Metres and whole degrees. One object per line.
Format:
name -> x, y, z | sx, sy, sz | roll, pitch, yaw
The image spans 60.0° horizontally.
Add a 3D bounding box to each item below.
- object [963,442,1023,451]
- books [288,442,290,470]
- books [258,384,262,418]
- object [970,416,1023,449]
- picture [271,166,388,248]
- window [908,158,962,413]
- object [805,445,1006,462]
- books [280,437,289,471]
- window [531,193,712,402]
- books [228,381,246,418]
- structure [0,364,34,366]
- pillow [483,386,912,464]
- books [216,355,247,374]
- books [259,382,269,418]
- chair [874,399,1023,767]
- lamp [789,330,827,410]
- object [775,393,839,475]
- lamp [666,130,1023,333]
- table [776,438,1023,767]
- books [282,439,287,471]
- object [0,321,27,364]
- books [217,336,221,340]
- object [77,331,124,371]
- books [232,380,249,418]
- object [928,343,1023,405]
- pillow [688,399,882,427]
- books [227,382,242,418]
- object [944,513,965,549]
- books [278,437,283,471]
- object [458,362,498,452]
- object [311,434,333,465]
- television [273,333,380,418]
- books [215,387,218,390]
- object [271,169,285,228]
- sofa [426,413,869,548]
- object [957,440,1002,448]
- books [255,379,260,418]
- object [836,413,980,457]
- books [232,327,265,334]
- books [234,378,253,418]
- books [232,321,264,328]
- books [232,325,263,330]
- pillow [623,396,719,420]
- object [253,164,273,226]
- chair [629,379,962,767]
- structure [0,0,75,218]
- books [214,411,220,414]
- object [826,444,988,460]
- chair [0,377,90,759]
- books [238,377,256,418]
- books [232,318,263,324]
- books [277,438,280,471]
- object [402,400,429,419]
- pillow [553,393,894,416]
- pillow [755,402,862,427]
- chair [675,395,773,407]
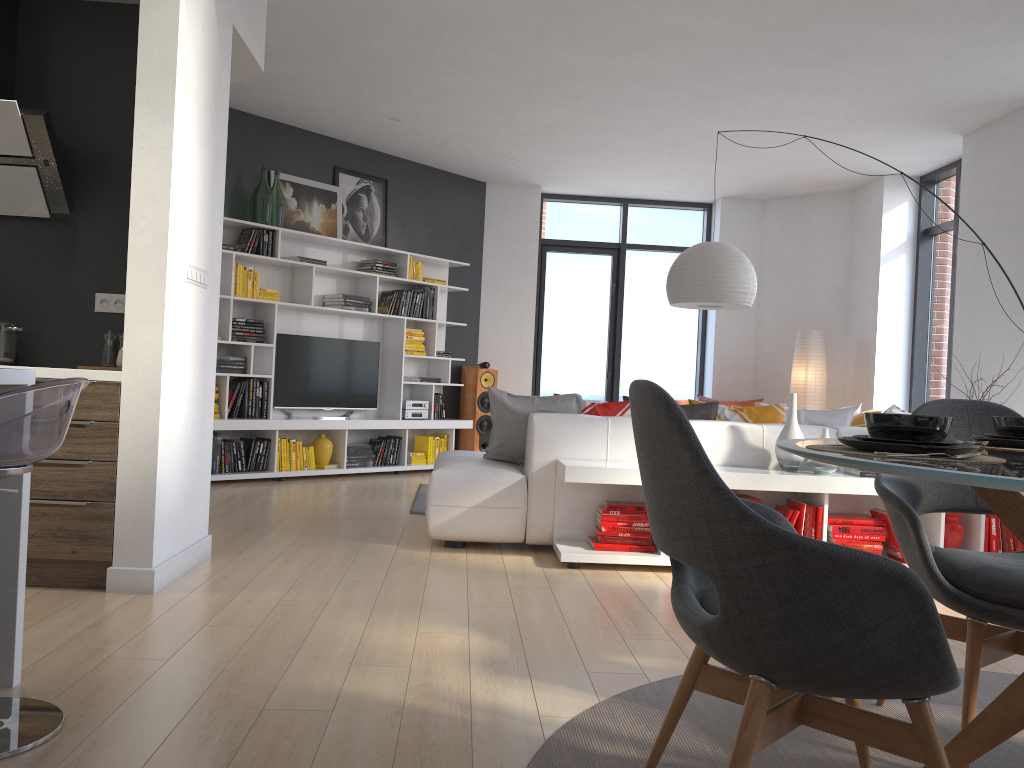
object -> 1.303, 0.162, 2.232 | 0.360, 0.002, 0.360 | 3, 0, 39
books -> -1.885, 0.593, 7.317 | 0.156, 0.230, 0.042 | 3, 0, 40
books -> -2.110, 0.137, 7.236 | 0.200, 0.272, 0.028 | 3, 0, 42
object -> 1.304, 0.124, 2.244 | 0.258, 0.074, 0.258 | 3, 0, -23
picture -> -1.599, -1.604, 7.916 | 0.076, 0.707, 1.279 | 3, 0, 42
window -> 3.885, -0.737, 7.665 | 0.170, 2.402, 1.310 | 3, 0, -3
object -> 0.766, 0.135, 1.744 | 0.360, 0.002, 0.360 | 3, 0, -29
books -> -1.910, 0.572, 7.315 | 0.202, 0.267, 0.038 | 3, 0, 42
window -> 1.205, -0.867, 9.941 | 1.960, 2.402, 0.170 | 3, 0, -3
books -> -2.236, 0.123, 7.089 | 0.210, 0.289, 0.100 | 3, 0, 41
structure -> -2.413, -0.096, 3.660 | 0.600, 0.006, 0.550 | 3, 0, -3
pillow -> 1.226, 0.295, 5.455 | 2.953, 0.453, 0.647 | 3, 0, -16
books -> -2.321, -0.157, 7.016 | 0.277, 0.137, 0.343 | 3, 0, 42
books -> -2.084, 0.127, 7.267 | 0.230, 0.297, 0.051 | 3, 0, 42
chair -> 1.296, 0.489, 2.317 | 0.655, 0.891, 0.619 | 3, 0, 3
lamp -> 3.036, 0.249, 8.605 | 0.502, 1.550, 0.804 | 3, 0, -43
object -> 1.513, 0.250, 4.531 | 0.316, 0.398, 0.319 | 3, 0, 21
lamp -> 2.452, -0.330, 5.331 | 3.199, 2.647, 0.710 | 3, 0, 33
table -> 1.270, 0.543, 1.698 | 1.499, 0.764, 1.499 | 3, 0, -14
books -> -1.931, 0.574, 7.293 | 0.198, 0.258, 0.066 | 3, 0, 42
object -> -2.280, -0.204, 3.795 | 0.315, 0.223, 0.288 | 3, 0, 38
books -> -2.413, -0.359, 6.853 | 0.266, 0.030, 0.209 | 3, 0, 35
object -> -1.682, -0.216, 3.881 | 0.330, 0.316, 0.221 | 3, 0, -3
books -> -2.193, 0.122, 7.139 | 0.213, 0.301, 0.028 | 3, 0, 42
object -> 2.381, 0.119, 4.501 | 0.406, 0.744, 0.607 | 3, 0, 37
pillow -> 1.836, 0.345, 5.703 | 0.630, 0.440, 2.095 | 3, 0, 44
books -> -2.283, 0.124, 7.063 | 0.232, 0.284, 0.142 | 3, 0, 42
object -> 2.219, 0.775, 4.485 | 0.125, 0.258, 0.125 | 3, 0, -26
books -> -1.950, 0.567, 7.262 | 0.213, 0.271, 0.048 | 3, 0, 42
object -> -0.381, 0.314, 9.084 | 0.290, 1.088, 0.434 | 3, 0, -33
object -> -1.634, 0.559, 7.620 | 0.185, 0.257, 0.185 | 3, 0, 19
television -> -1.621, -0.055, 7.830 | 0.207, 0.704, 1.102 | 3, 0, 42
books -> -2.437, 0.032, 6.899 | 0.234, 0.024, 0.171 | 3, 0, -44
object -> -1.961, -1.526, 7.362 | 0.157, 0.507, 0.157 | 3, 0, -35
sofa -> 1.191, 0.568, 5.942 | 3.424, 0.732, 2.614 | 3, 0, -3
object -> 1.294, 0.153, 2.232 | 0.309, 0.015, 0.206 | 3, 0, 1
books -> -2.136, 0.116, 7.216 | 0.239, 0.315, 0.034 | 3, 0, 42
object -> 0.776, 0.098, 1.743 | 0.258, 0.074, 0.258 | 3, 0, -23
books -> -2.165, -0.429, 7.137 | 0.284, 0.030, 0.214 | 3, 0, -40
books -> -2.176, 0.114, 7.167 | 0.237, 0.314, 0.034 | 3, 0, 42
books -> -2.178, -0.480, 7.156 | 0.284, 0.030, 0.214 | 3, 0, -40
books -> -2.168, -0.454, 7.139 | 0.264, 0.020, 0.189 | 3, 0, -45
pillow -> 1.667, 0.321, 5.156 | 2.120, 0.436, 0.608 | 3, 0, -8
object -> -2.022, -1.529, 7.208 | 0.157, 0.507, 0.157 | 3, 0, -35
chair -> 0.517, 0.451, 1.706 | 0.619, 0.891, 0.655 | 3, 0, -2
structure -> -2.358, -1.247, 3.748 | 0.898, 0.998, 0.407 | 3, 0, -3
books -> -2.445, 0.216, 6.880 | 0.213, 0.025, 0.269 | 3, 0, 45
object -> 0.767, 0.128, 1.737 | 0.206, 0.015, 0.309 | 3, 0, 1
chair -> -1.247, 0.392, 2.064 | 0.434, 0.838, 0.475 | 3, 0, -5
books -> -2.156, 0.109, 7.193 | 0.237, 0.326, 0.026 | 3, 0, 42
books -> -2.155, -0.507, 7.138 | 0.246, 0.026, 0.180 | 3, 0, -41
books -> -1.960, 0.566, 7.219 | 0.204, 0.270, 0.029 | 3, 0, 42
object -> -0.987, 0.242, 8.464 | 0.270, 0.174, 0.285 | 3, 0, 42
pillow -> 1.340, 0.331, 5.130 | 2.250, 0.449, 0.575 | 3, 0, -6
pillow -> 2.020, 0.336, 5.964 | 0.580, 0.456, 2.156 | 3, 0, 23
chair -> 2.114, 0.548, 8.834 | 0.896, 0.858, 0.843 | 3, 0, 29
